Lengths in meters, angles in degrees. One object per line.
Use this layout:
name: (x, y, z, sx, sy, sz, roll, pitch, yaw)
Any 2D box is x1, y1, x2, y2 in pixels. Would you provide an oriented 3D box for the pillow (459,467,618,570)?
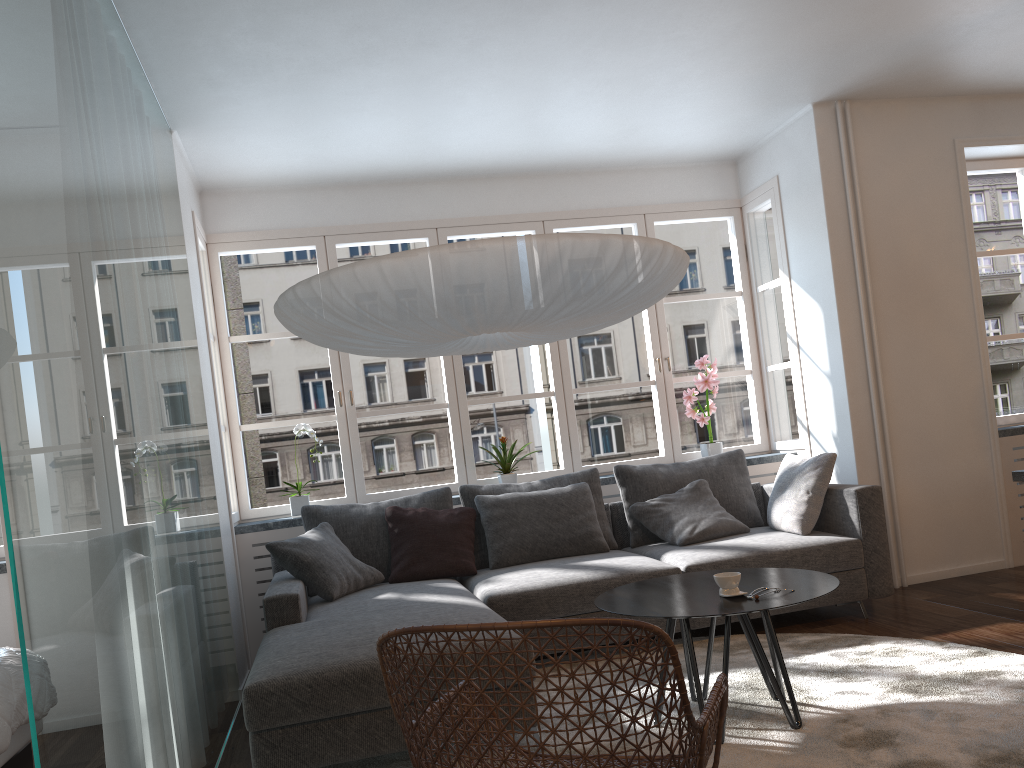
pillow: (0.143, 0.753, 4.969, 0.838, 0.475, 0.277, -6, -1, -12)

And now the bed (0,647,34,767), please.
bed: (-2.806, 1.204, 2.439, 2.437, 0.761, 2.175, -6, -4, -12)

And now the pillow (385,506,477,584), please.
pillow: (-0.417, 0.826, 4.678, 0.520, 0.403, 0.312, -7, -1, -10)

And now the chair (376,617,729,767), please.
chair: (0.126, 0.833, 2.074, 0.720, 0.709, 0.684, -8, -2, 20)

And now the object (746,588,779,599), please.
object: (0.839, 0.692, 2.945, 0.163, 0.016, 0.025, -4, -4, -37)

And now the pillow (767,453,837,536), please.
pillow: (1.524, 0.591, 4.783, 0.286, 0.414, 0.496, -7, -2, -13)

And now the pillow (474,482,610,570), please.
pillow: (0.162, 0.767, 4.826, 0.665, 0.397, 0.293, -6, -1, -12)

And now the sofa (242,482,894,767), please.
sofa: (0.412, 0.977, 4.124, 3.062, 0.671, 2.048, -6, -4, -12)

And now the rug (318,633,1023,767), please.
rug: (0.664, 1.198, 3.017, 2.827, 0.012, 2.854, -4, -5, -32)

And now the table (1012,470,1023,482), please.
table: (3.083, 0.556, 2.888, 1.104, 0.678, 2.511, -6, -4, -12)

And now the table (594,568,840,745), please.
table: (0.742, 0.964, 3.138, 0.846, 0.472, 0.850, -6, -3, -10)

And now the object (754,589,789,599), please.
object: (0.866, 0.687, 2.911, 0.167, 0.015, 0.015, -5, -3, -25)

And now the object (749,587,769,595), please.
object: (0.837, 0.700, 3.003, 0.026, 0.010, 0.124, -10, -5, 44)

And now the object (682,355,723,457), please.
object: (1.240, 0.163, 5.686, 0.200, 0.690, 0.299, -7, 0, -33)

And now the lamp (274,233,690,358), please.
lamp: (-0.095, -0.251, 3.190, 1.476, 0.210, 1.467, -9, -4, 24)

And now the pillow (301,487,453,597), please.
pillow: (-0.700, 0.844, 4.777, 0.834, 0.478, 0.276, -6, -1, -12)

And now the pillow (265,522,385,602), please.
pillow: (-0.926, 0.883, 4.421, 0.348, 0.359, 0.514, -8, -3, 27)

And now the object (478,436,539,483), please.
object: (-0.008, 0.476, 5.404, 0.375, 0.328, 0.324, -5, -3, -37)

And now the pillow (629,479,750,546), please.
pillow: (0.972, 0.707, 4.888, 0.490, 0.321, 0.446, -5, -3, -31)

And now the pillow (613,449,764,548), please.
pillow: (1.033, 0.659, 5.148, 0.835, 0.477, 0.276, -6, -1, -12)

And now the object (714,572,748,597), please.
object: (0.737, 0.681, 2.987, 0.091, 0.069, 0.139, -7, -3, 0)
